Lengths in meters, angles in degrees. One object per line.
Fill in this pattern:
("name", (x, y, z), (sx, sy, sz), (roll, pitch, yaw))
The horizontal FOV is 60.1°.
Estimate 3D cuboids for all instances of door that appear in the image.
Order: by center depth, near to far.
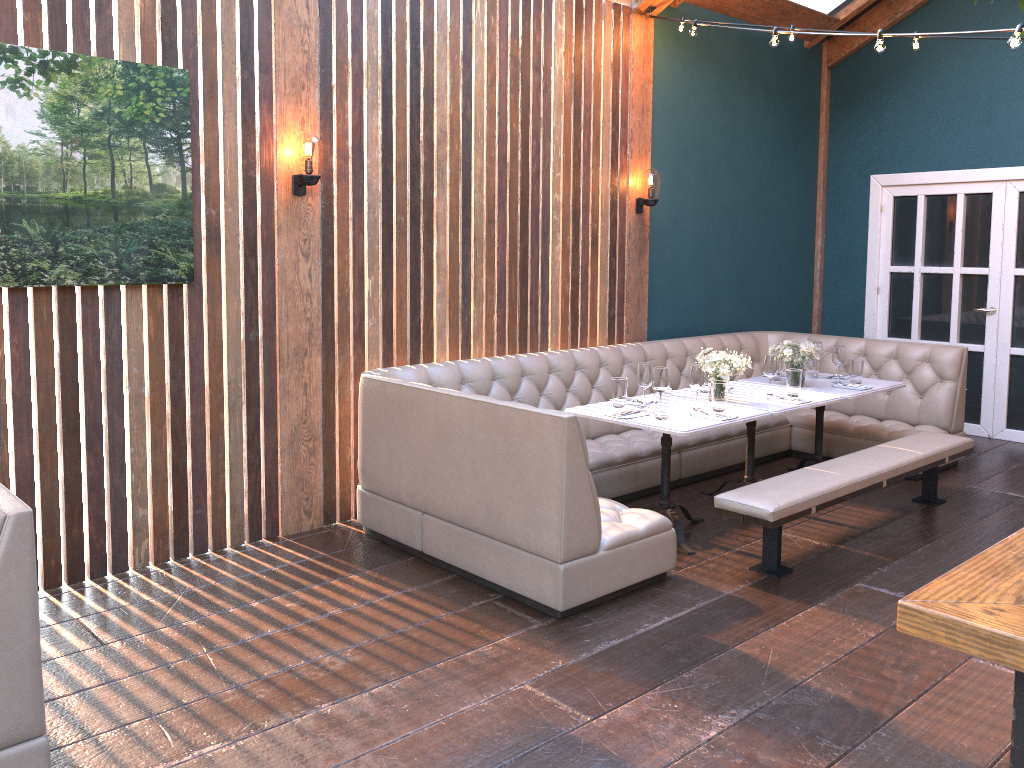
("door", (5.996, -0.297, 5.043), (0.174, 2.195, 8.209), (-4, 9, -42))

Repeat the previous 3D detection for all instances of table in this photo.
("table", (0.829, 0.473, 4.768), (0.801, 0.668, 0.802), (-6, 10, -43))
("table", (1.432, 0.394, 5.316), (0.801, 0.668, 0.802), (-6, 10, -42))
("table", (2.036, 0.316, 5.863), (0.801, 0.668, 0.802), (-6, 10, -43))

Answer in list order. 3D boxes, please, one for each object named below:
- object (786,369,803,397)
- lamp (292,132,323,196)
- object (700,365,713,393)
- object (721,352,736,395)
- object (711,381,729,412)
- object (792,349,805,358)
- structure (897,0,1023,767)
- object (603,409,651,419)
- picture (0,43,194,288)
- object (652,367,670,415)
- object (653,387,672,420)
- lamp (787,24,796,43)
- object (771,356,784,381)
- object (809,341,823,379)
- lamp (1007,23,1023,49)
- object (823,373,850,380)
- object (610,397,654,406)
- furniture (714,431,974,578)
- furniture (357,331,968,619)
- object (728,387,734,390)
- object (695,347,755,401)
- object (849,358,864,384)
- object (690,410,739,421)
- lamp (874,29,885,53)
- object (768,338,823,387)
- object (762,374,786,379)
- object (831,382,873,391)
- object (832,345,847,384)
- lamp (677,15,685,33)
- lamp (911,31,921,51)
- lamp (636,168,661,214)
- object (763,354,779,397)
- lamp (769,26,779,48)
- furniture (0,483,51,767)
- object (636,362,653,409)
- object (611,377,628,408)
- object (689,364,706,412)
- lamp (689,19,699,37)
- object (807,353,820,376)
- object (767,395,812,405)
("object", (1.662, -0.006, 5.216), (0.092, 0.157, 0.092), (4, 7, 34))
("lamp", (-1.047, -1.124, 4.524), (0.146, 0.318, 0.178), (-5, 8, -42))
("object", (1.170, -0.029, 5.339), (0.092, 0.157, 0.092), (4, 7, 34))
("object", (1.290, -0.063, 5.292), (0.092, 0.243, 0.093), (1, 5, 6))
("object", (1.104, 0.067, 4.707), (0.092, 0.157, 0.092), (4, 7, 34))
("object", (1.883, -0.141, 5.834), (0.092, 0.243, 0.093), (0, 5, 0))
("structure", (1.846, -0.492, 1.203), (2.856, 3.674, 2.728), (-4, 8, -33))
("object", (0.610, 0.150, 4.595), (0.256, 0.019, 0.158), (-7, 12, -42))
("picture", (-2.129, -0.893, 3.626), (1.655, 0.992, 0.065), (-7, 8, -42))
("object", (0.775, 0.036, 4.615), (0.092, 0.243, 0.093), (1, 5, 6))
("object", (0.760, 0.100, 4.476), (0.092, 0.157, 0.092), (4, 7, 34))
("lamp", (1.852, -2.322, 5.857), (0.056, 0.120, 0.056), (4, 7, 32))
("object", (1.750, -0.102, 5.854), (0.092, 0.157, 0.092), (4, 7, 34))
("object", (2.055, -0.163, 5.984), (0.092, 0.243, 0.093), (0, 5, 0))
("lamp", (2.248, -1.551, 3.941), (0.074, 0.114, 0.057), (1, 6, 1))
("object", (2.218, -0.053, 6.016), (0.256, 0.019, 0.158), (-7, 12, -42))
("object", (0.689, 0.094, 4.967), (0.158, 0.019, 0.256), (-7, 12, -41))
("furniture", (1.903, 0.610, 4.827), (2.335, 0.396, 0.314), (-7, 10, -42))
("furniture", (1.164, 0.256, 5.588), (4.170, 0.854, 1.717), (-7, 11, -42))
("object", (1.266, 0.019, 5.491), (0.158, 0.019, 0.256), (-7, 12, -41))
("object", (1.192, -0.059, 5.047), (0.329, 0.307, 0.338), (0, 7, 0))
("object", (2.237, -0.082, 5.748), (0.092, 0.157, 0.092), (4, 7, 34))
("object", (1.026, 0.156, 4.577), (0.158, 0.019, 0.256), (-7, 12, -41))
("lamp", (1.919, -1.787, 4.617), (0.059, 0.119, 0.057), (-4, 7, -38))
("object", (1.797, -0.141, 5.616), (0.336, 0.307, 0.331), (2, 7, 13))
("object", (1.841, -0.055, 6.005), (0.158, 0.019, 0.256), (-7, 12, -41))
("object", (2.128, 0.011, 5.594), (0.158, 0.019, 0.256), (-7, 12, -41))
("object", (2.124, -0.126, 5.747), (0.092, 0.243, 0.093), (0, 5, 0))
("lamp", (1.183, -2.518, 6.187), (0.056, 0.119, 0.057), (2, 6, 17))
("lamp", (2.519, -2.140, 5.516), (0.056, 0.120, 0.056), (-2, 6, -27))
("lamp", (0.986, -1.388, 6.368), (0.146, 0.318, 0.178), (-5, 8, -42))
("object", (1.527, -0.052, 5.227), (0.092, 0.243, 0.093), (1, 5, 6))
("lamp", (1.560, -2.059, 5.256), (0.060, 0.119, 0.057), (6, 8, 41))
("furniture", (-3.311, 0.838, 1.527), (4.170, 0.854, 1.717), (-7, 11, -42))
("object", (0.717, 0.009, 4.784), (0.092, 0.243, 0.093), (1, 5, 6))
("object", (0.582, 0.048, 4.805), (0.092, 0.157, 0.092), (4, 7, 34))
("object", (0.991, 0.020, 4.731), (0.092, 0.243, 0.093), (1, 5, 6))
("lamp", (1.206, -2.362, 5.874), (0.056, 0.113, 0.077), (1, 6, 3))
("object", (2.075, -0.136, 6.094), (0.092, 0.157, 0.092), (4, 7, 34))
("object", (1.570, 0.085, 5.077), (0.158, 0.019, 0.256), (-7, 12, -41))
